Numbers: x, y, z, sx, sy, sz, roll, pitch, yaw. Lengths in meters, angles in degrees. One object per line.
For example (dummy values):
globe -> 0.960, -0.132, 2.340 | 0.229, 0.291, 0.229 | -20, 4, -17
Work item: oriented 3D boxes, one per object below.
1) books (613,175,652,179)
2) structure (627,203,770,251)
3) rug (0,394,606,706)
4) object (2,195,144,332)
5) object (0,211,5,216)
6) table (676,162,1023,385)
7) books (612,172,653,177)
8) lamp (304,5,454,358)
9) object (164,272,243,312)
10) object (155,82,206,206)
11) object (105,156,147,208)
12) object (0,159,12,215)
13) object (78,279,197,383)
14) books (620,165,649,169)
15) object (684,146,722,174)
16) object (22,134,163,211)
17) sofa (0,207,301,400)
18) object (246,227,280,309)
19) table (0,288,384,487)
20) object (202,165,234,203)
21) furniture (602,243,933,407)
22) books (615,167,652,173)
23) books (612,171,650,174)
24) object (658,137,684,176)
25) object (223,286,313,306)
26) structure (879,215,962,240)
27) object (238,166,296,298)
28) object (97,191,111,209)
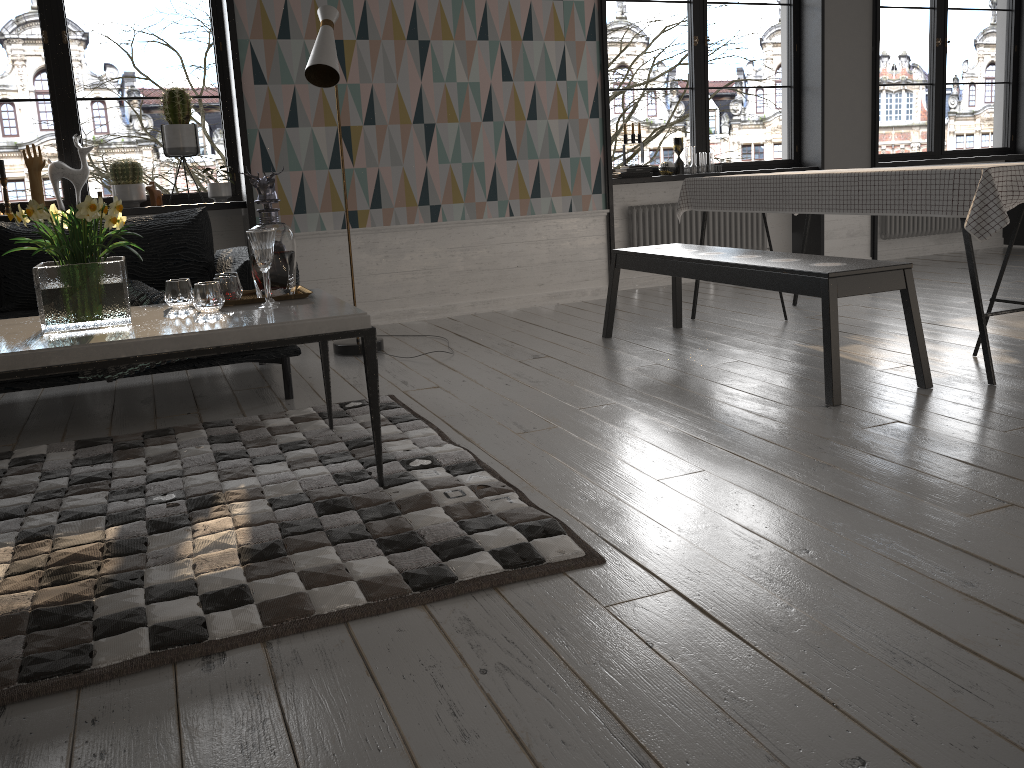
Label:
books -> 0.803, -1.417, 6.058 | 0.268, 0.011, 0.163 | -8, 14, -19
structure -> 1.381, -1.131, 6.498 | 1.227, 0.423, 0.150 | -9, 11, -24
rug -> -1.297, 0.385, 2.277 | 2.534, 0.034, 1.787 | -9, 14, -22
object -> -1.191, -0.337, 2.420 | 0.352, 0.347, 0.328 | -7, 12, -20
object -> -2.728, -1.058, 4.593 | 0.123, 0.371, 0.124 | -6, 10, -17
table -> 1.693, -0.613, 4.158 | 0.934, 0.775, 2.045 | -8, 14, -22
books -> 0.801, -1.433, 6.063 | 0.272, 0.019, 0.185 | -9, 14, -22
lamp -> -0.790, -1.057, 4.670 | 0.682, 1.683, 1.257 | -8, 12, -23
object -> -0.894, -0.280, 2.696 | 0.248, 0.086, 0.280 | -15, 18, -43
object -> -1.828, -1.328, 4.883 | 0.229, 0.663, 0.238 | 4, 13, 38
object -> -2.129, -1.118, 4.900 | 0.214, 0.280, 0.236 | 6, 15, 41
object -> -2.680, -1.041, 4.672 | 0.075, 0.297, 0.076 | -2, 10, 8
object -> -1.403, -0.251, 3.493 | 0.669, 0.325, 0.494 | -10, 14, -26
books -> 0.837, -1.485, 6.054 | 0.154, 0.016, 0.125 | -8, 14, -20
object -> 1.338, -1.587, 6.264 | 0.269, 0.190, 0.154 | -8, 12, -22
object -> -2.258, -1.143, 4.789 | 0.664, 0.405, 0.136 | -8, 11, -21
sofa -> -2.074, -0.245, 3.530 | 2.348, 0.789, 0.979 | -9, 13, -22
object -> -0.726, -0.343, 2.607 | 0.082, 0.224, 0.169 | -5, 11, -10
table -> -1.163, 0.089, 2.466 | 1.460, 0.505, 0.739 | -8, 13, -22
object -> -1.646, -1.121, 4.962 | 0.171, 0.201, 0.249 | -7, 12, -19
furniture -> 0.988, -0.336, 3.864 | 0.467, 0.450, 1.686 | -8, 14, -21
books -> 0.833, -1.466, 6.059 | 0.199, 0.021, 0.164 | -8, 14, -21
books -> 0.810, -1.448, 6.059 | 0.216, 0.011, 0.176 | -7, 14, -16
object -> 1.112, -1.582, 6.157 | 0.194, 0.254, 0.116 | -6, 10, -12
object -> -0.808, -0.278, 2.801 | 0.319, 0.015, 0.249 | -9, 14, -22
structure -> 3.540, -1.458, 7.372 | 1.227, 0.423, 0.150 | -9, 11, -24
object -> -0.764, -0.485, 2.802 | 0.148, 0.412, 0.157 | -4, 10, -3
object -> -2.236, -0.997, 4.810 | 0.123, 0.098, 0.124 | -3, 12, 0
